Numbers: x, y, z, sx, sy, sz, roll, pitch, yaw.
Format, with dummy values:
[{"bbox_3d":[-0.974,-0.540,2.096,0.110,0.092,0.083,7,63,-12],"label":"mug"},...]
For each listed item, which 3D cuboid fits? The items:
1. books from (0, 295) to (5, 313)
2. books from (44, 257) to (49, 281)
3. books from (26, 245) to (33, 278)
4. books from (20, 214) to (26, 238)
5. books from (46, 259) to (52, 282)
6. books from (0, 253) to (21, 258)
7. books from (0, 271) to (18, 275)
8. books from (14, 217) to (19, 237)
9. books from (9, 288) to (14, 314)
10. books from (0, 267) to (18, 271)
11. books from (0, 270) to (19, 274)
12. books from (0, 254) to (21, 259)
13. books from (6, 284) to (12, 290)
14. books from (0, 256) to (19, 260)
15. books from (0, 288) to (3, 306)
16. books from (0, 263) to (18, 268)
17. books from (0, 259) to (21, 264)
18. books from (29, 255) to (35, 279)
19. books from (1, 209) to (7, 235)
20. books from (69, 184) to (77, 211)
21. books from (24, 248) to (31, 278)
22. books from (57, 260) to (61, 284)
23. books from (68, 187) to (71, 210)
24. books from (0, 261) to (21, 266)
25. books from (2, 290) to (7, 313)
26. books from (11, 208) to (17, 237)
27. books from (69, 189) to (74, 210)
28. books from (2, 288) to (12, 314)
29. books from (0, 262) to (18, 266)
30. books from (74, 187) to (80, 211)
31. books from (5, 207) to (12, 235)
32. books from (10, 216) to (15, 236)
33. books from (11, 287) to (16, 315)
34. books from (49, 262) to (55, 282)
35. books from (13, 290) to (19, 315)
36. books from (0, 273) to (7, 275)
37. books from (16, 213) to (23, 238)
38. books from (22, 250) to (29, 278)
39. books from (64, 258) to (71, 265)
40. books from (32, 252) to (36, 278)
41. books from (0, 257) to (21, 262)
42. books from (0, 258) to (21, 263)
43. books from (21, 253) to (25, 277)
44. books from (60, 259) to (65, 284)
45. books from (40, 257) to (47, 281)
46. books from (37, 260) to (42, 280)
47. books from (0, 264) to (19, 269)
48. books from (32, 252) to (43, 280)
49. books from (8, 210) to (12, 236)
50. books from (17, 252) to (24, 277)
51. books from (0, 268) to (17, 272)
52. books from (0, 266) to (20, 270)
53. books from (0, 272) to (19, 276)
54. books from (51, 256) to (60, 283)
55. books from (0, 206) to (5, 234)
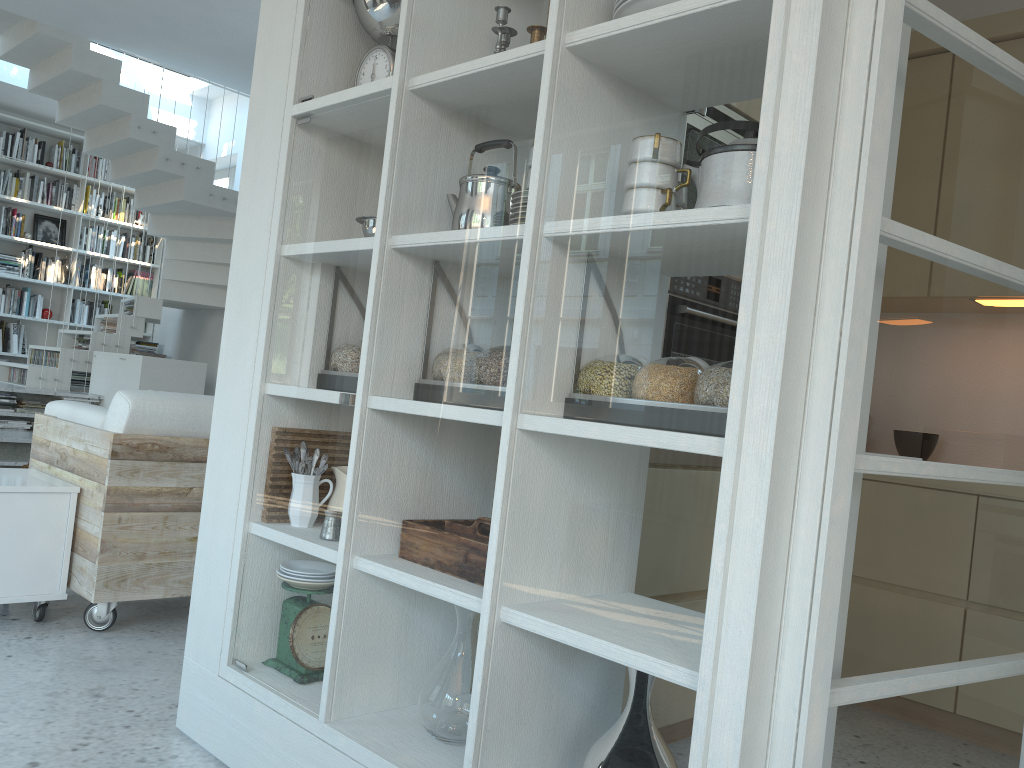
[{"bbox_3d":[-4.943,-0.771,8.561,0.186,0.181,0.028,5,-1,45],"label":"books"},{"bbox_3d":[-4.668,-1.137,8.842,0.133,0.250,0.031,6,-1,45],"label":"books"},{"bbox_3d":[-4.752,-1.195,8.701,0.180,0.339,0.010,6,-1,45],"label":"books"},{"bbox_3d":[-4.791,-1.524,8.637,0.177,0.243,0.026,6,-1,45],"label":"books"},{"bbox_3d":[-4.647,-1.126,8.863,0.129,0.235,0.028,6,-1,45],"label":"books"},{"bbox_3d":[-4.917,-1.247,8.562,0.285,0.012,0.159,8,-2,-43],"label":"books"},{"bbox_3d":[-4.936,-1.079,8.554,0.160,0.012,0.254,5,-2,41],"label":"books"},{"bbox_3d":[-4.835,-1.514,8.608,0.152,0.213,0.033,6,-1,45],"label":"books"},{"bbox_3d":[-4.882,-0.803,8.607,0.186,0.262,0.012,6,-1,45],"label":"books"},{"bbox_3d":[-4.935,-1.116,8.558,0.254,0.012,0.160,8,-2,-43],"label":"books"},{"bbox_3d":[-4.932,-1.091,8.552,0.285,0.012,0.159,8,-2,-40],"label":"books"},{"bbox_3d":[-4.919,-1.235,8.562,0.159,0.012,0.285,5,-2,43],"label":"books"},{"bbox_3d":[-4.900,-0.824,8.611,0.147,0.299,0.013,6,-1,45],"label":"books"},{"bbox_3d":[-4.920,-1.223,8.562,0.254,0.012,0.160,8,-2,-43],"label":"books"},{"bbox_3d":[-4.967,-0.803,8.551,0.177,0.239,0.026,6,-1,45],"label":"books"},{"bbox_3d":[-4.933,-1.152,8.562,0.160,0.012,0.254,5,-2,45],"label":"books"},{"bbox_3d":[-4.924,-1.188,8.561,0.285,0.012,0.159,8,-2,-43],"label":"books"},{"bbox_3d":[-4.750,-1.142,8.720,0.179,0.236,0.030,6,-1,45],"label":"books"},{"bbox_3d":[-4.915,-1.552,8.554,0.131,0.269,0.043,6,-1,45],"label":"books"},{"bbox_3d":[-4.450,-1.866,8.957,0.147,0.284,0.026,6,-1,45],"label":"books"},{"bbox_3d":[-4.763,-1.176,8.693,0.184,0.300,0.011,6,-1,45],"label":"books"},{"bbox_3d":[-4.570,-1.119,8.900,0.176,0.239,0.041,6,-1,45],"label":"books"},{"bbox_3d":[-4.489,-1.852,8.936,0.142,0.246,0.014,6,-1,45],"label":"books"},{"bbox_3d":[-4.924,-1.176,8.559,0.159,0.012,0.285,5,-2,42],"label":"books"},{"bbox_3d":[-4.933,-0.793,8.582,0.179,0.229,0.012,6,-1,45],"label":"books"},{"bbox_3d":[-4.845,-1.552,8.588,0.175,0.285,0.014,6,-1,45],"label":"books"},{"bbox_3d":[-4.472,-1.844,8.943,0.158,0.234,0.022,6,-1,45],"label":"books"},{"bbox_3d":[-4.902,-0.803,8.581,0.191,0.255,0.028,6,-1,45],"label":"books"},{"bbox_3d":[-4.922,-1.163,8.556,0.254,0.012,0.160,8,-2,-40],"label":"books"},{"bbox_3d":[-4.430,-1.854,8.976,0.169,0.265,0.031,6,-1,45],"label":"books"},{"bbox_3d":[-4.878,-1.557,8.557,0.176,0.287,0.012,6,-1,45],"label":"books"},{"bbox_3d":[-4.851,-1.514,8.570,0.189,0.207,0.013,5,-1,45],"label":"books"},{"bbox_3d":[-4.880,-0.807,8.638,0.152,0.272,0.011,6,-1,45],"label":"books"},{"bbox_3d":[-4.625,-1.112,8.876,0.155,0.213,0.025,6,-1,45],"label":"books"},{"bbox_3d":[-4.870,-0.793,8.653,0.165,0.246,0.026,6,-1,45],"label":"books"},{"bbox_3d":[-4.936,-1.055,8.552,0.159,0.012,0.285,5,-2,40],"label":"books"},{"bbox_3d":[-4.814,-1.531,8.627,0.166,0.253,0.021,6,-1,45],"label":"books"},{"bbox_3d":[-4.790,-1.172,8.704,0.159,0.285,0.012,6,-1,45],"label":"books"},{"bbox_3d":[-4.513,-1.132,8.999,0.138,0.283,0.029,6,-1,45],"label":"books"},{"bbox_3d":[-4.744,-1.163,8.748,0.131,0.280,0.014,6,-1,45],"label":"books"},{"bbox_3d":[-4.921,-1.211,8.561,0.285,0.012,0.159,8,-2,-43],"label":"books"},{"bbox_3d":[-4.918,-1.199,8.556,0.159,0.012,0.285,5,-2,40],"label":"books"},{"bbox_3d":[-4.816,-1.156,8.690,0.137,0.247,0.023,6,-1,45],"label":"books"},{"bbox_3d":[-4.557,-1.124,8.933,0.145,0.255,0.024,6,-1,45],"label":"books"},{"bbox_3d":[-4.677,-1.135,8.807,0.147,0.242,0.031,6,-1,45],"label":"books"},{"bbox_3d":[-4.705,-1.156,8.808,0.129,0.278,0.010,6,-1,45],"label":"books"},{"bbox_3d":[-4.927,-1.139,8.554,0.160,0.012,0.254,5,-2,40],"label":"books"},{"bbox_3d":[-4.710,-1.160,8.764,0.167,0.282,0.059,6,-1,45],"label":"books"},{"bbox_3d":[-4.878,-1.547,8.578,0.152,0.267,0.020,6,-1,45],"label":"books"},{"bbox_3d":[-4.815,-1.160,8.666,0.160,0.254,0.012,6,-1,45],"label":"books"},{"bbox_3d":[-4.933,-1.103,8.554,0.254,0.012,0.160,8,-2,-41],"label":"books"},{"bbox_3d":[-4.932,-1.127,8.559,0.159,0.012,0.285,5,-2,43],"label":"books"},{"bbox_3d":[-4.937,-1.067,8.554,0.285,0.012,0.159,8,-2,-41],"label":"books"},{"bbox_3d":[-4.588,-1.137,8.876,0.191,0.271,0.021,6,-1,45],"label":"books"},{"bbox_3d":[-4.926,-1.562,8.528,0.159,0.285,0.012,6,-1,45],"label":"books"}]
